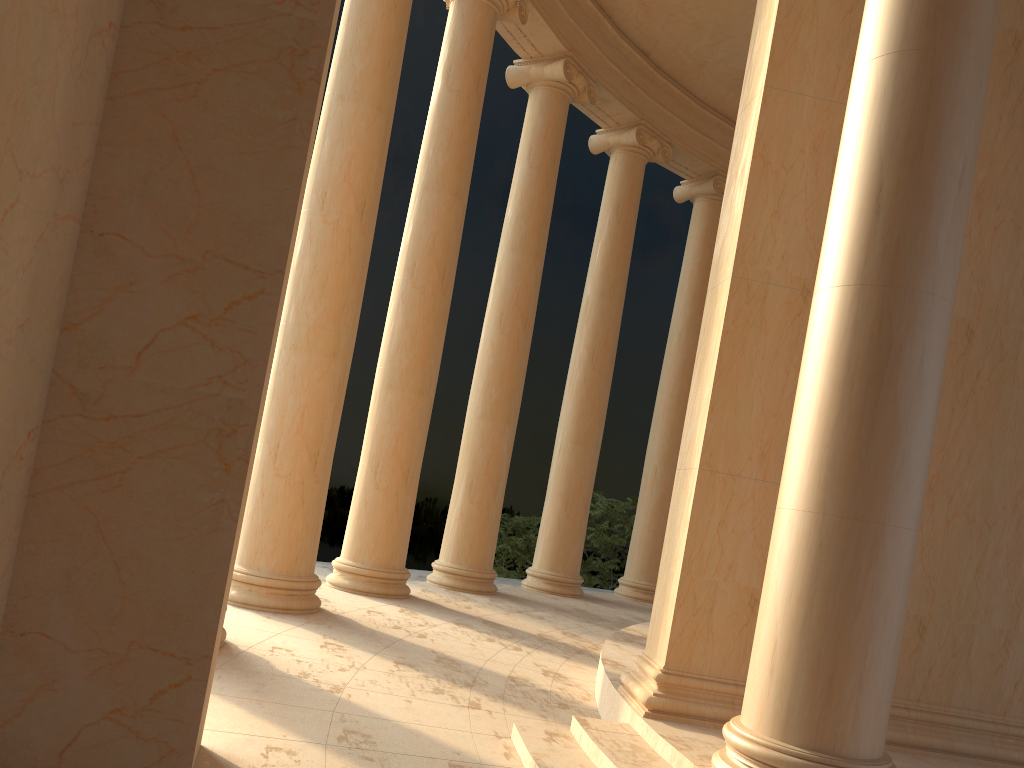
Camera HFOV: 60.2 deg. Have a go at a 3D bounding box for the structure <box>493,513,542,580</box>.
[{"bbox_3d":[-13.707,312.525,1520.009,148.946,187.716,156.576,10,-4,7],"label":"structure"}]

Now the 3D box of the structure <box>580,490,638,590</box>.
[{"bbox_3d":[172.109,343.683,1610.077,247.342,298.520,238.404,10,-4,-2],"label":"structure"}]
